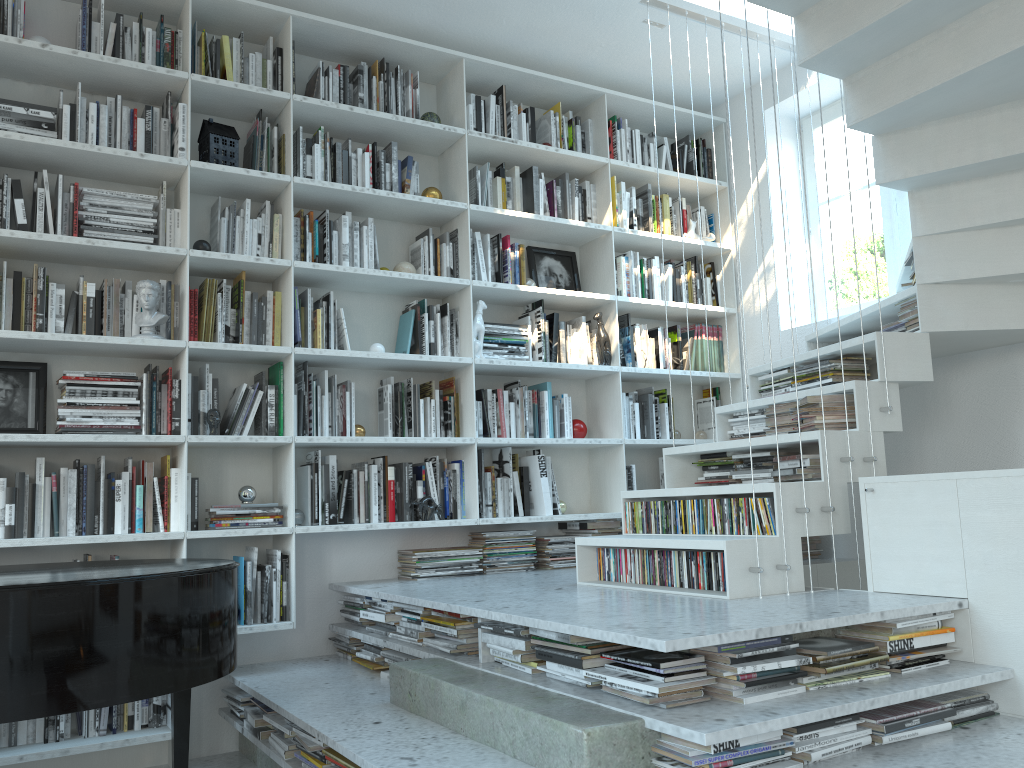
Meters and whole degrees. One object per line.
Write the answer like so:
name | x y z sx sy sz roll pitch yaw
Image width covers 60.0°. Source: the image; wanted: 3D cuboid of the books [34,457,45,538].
books | -1.768 0.425 3.312 0.026 0.291 0.152 2 -8 -30

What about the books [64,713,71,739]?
books | -1.648 1.160 3.278 0.024 0.261 0.131 2 -8 -30

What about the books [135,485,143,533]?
books | -1.465 0.490 3.462 0.023 0.183 0.169 2 -9 -30

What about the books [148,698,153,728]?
books | -1.401 1.172 3.407 0.013 0.256 0.176 2 -8 -30

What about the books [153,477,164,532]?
books | -1.406 0.478 3.500 0.042 0.212 0.169 2 -9 -30

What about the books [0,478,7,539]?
books | -1.862 0.456 3.236 0.023 0.217 0.174 2 -9 -30

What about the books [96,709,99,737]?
books | -1.556 1.147 3.314 0.011 0.292 0.184 2 -8 -30

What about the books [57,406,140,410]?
books | -1.607 0.101 3.450 0.285 0.012 0.159 2 -9 -25

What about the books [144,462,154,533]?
books | -1.443 0.449 3.496 0.026 0.271 0.175 2 -8 -30

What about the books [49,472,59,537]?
books | -1.722 0.455 3.336 0.031 0.236 0.159 2 -8 -30

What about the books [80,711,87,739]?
books | -1.586 1.187 3.283 0.010 0.205 0.180 2 -9 -30

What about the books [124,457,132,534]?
books | -1.504 0.436 3.467 0.014 0.293 0.137 2 -8 -30

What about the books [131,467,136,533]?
books | -1.495 0.456 3.479 0.014 0.255 0.145 2 -8 -30

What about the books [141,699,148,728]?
books | -1.422 1.187 3.403 0.028 0.227 0.162 2 -8 -30

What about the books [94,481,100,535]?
books | -1.602 0.477 3.406 0.021 0.202 0.128 2 -8 -30

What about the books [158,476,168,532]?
books | -1.384 0.477 3.514 0.011 0.216 0.166 2 -9 -30

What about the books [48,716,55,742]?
books | -1.686 1.182 3.243 0.022 0.212 0.167 2 -9 -30

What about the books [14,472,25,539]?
books | -1.817 0.448 3.267 0.029 0.237 0.166 2 -8 -30

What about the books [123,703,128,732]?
books | -1.473 1.168 3.362 0.011 0.258 0.171 2 -8 -30

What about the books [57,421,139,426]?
books | -1.605 0.160 3.442 0.285 0.012 0.159 2 -9 -25

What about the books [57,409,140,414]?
books | -1.610 0.114 3.454 0.285 0.012 0.159 2 -9 -28

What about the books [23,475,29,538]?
books | -1.803 0.454 3.286 0.013 0.230 0.139 2 -8 -30

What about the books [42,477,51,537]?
books | -1.749 0.463 3.328 0.025 0.220 0.140 2 -8 -30

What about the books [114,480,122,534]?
books | -1.533 0.477 3.431 0.023 0.204 0.167 2 -9 -30

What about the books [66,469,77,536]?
books | -1.670 0.451 3.353 0.026 0.245 0.191 2 -9 -30

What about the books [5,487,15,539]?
books | -1.837 0.473 3.243 0.029 0.183 0.175 2 -9 -30

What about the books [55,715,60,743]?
books | -1.669 1.120 3.251 0.014 0.335 0.183 2 -8 -30

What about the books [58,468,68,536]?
books | -1.706 0.449 3.364 0.025 0.254 0.136 2 -8 -30

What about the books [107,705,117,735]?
books | -1.505 1.136 3.338 0.013 0.316 0.186 2 -8 -30

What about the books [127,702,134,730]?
books | -1.462 1.203 3.375 0.024 0.191 0.155 2 -9 -30

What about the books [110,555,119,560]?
books | -1.499 0.794 3.338 0.015 0.293 0.169 2 -8 -30

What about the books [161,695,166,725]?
books | -1.362 1.212 3.432 0.023 0.181 0.149 2 -9 -30

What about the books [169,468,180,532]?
books | -1.353 0.463 3.528 0.033 0.246 0.176 2 -9 -30

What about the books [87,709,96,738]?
books | -1.571 1.187 3.297 0.029 0.209 0.170 2 -9 -30

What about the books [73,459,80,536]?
books | -1.666 0.435 3.386 0.014 0.286 0.135 2 -8 -30

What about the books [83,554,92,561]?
books | -1.577 0.786 3.288 0.013 0.302 0.181 2 -8 -30

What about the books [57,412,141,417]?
books | -1.611 0.126 3.455 0.285 0.012 0.159 2 -9 -29

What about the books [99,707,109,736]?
books | -1.526 1.167 3.316 0.044 0.250 0.187 2 -9 -30

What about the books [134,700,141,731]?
books | -1.437 1.195 3.379 0.022 0.205 0.191 2 -9 -30

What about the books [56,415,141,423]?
books | -1.612 0.139 3.456 0.285 0.012 0.159 2 -9 -30

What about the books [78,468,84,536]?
books | -1.651 0.451 3.385 0.011 0.251 0.158 2 -8 -30

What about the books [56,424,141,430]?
books | -1.609 0.173 3.449 0.285 0.012 0.159 3 -9 -31

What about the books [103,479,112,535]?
books | -1.566 0.474 3.413 0.024 0.207 0.183 2 -9 -30

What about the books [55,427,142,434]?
books | -1.604 0.184 3.439 0.285 0.012 0.159 3 -10 -35

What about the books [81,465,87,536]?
books | -1.637 0.445 3.381 0.010 0.261 0.181 2 -8 -30

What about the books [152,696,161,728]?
books | -1.379 1.191 3.410 0.029 0.217 0.191 2 -9 -30

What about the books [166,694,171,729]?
books | -1.303 1.160 3.394 0.038 0.268 0.277 2 -9 -30

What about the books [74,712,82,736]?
books | -1.623 1.187 3.298 0.040 0.212 0.129 2 -8 -30

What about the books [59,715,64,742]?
books | -1.657 1.145 3.257 0.014 0.287 0.185 2 -8 -30

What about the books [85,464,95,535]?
books | -1.617 0.444 3.385 0.028 0.264 0.161 2 -8 -30

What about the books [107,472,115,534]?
books | -1.555 0.463 3.433 0.014 0.234 0.154 2 -8 -30

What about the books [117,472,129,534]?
books | -1.513 0.463 3.444 0.023 0.234 0.175 2 -9 -30

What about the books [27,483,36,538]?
books | -1.781 0.470 3.282 0.023 0.196 0.165 2 -9 -30

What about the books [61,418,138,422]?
books | -1.606 0.148 3.444 0.254 0.012 0.161 3 -10 -35

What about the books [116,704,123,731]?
books | -1.497 1.179 3.364 0.028 0.238 0.140 2 -8 -30

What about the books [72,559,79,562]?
books | -1.617 0.795 3.280 0.012 0.284 0.159 2 -8 -30

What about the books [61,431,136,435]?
books | -1.607 0.197 3.444 0.254 0.012 0.161 2 -9 -28

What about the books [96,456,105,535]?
books | -1.585 0.430 3.411 0.012 0.296 0.178 2 -8 -30
